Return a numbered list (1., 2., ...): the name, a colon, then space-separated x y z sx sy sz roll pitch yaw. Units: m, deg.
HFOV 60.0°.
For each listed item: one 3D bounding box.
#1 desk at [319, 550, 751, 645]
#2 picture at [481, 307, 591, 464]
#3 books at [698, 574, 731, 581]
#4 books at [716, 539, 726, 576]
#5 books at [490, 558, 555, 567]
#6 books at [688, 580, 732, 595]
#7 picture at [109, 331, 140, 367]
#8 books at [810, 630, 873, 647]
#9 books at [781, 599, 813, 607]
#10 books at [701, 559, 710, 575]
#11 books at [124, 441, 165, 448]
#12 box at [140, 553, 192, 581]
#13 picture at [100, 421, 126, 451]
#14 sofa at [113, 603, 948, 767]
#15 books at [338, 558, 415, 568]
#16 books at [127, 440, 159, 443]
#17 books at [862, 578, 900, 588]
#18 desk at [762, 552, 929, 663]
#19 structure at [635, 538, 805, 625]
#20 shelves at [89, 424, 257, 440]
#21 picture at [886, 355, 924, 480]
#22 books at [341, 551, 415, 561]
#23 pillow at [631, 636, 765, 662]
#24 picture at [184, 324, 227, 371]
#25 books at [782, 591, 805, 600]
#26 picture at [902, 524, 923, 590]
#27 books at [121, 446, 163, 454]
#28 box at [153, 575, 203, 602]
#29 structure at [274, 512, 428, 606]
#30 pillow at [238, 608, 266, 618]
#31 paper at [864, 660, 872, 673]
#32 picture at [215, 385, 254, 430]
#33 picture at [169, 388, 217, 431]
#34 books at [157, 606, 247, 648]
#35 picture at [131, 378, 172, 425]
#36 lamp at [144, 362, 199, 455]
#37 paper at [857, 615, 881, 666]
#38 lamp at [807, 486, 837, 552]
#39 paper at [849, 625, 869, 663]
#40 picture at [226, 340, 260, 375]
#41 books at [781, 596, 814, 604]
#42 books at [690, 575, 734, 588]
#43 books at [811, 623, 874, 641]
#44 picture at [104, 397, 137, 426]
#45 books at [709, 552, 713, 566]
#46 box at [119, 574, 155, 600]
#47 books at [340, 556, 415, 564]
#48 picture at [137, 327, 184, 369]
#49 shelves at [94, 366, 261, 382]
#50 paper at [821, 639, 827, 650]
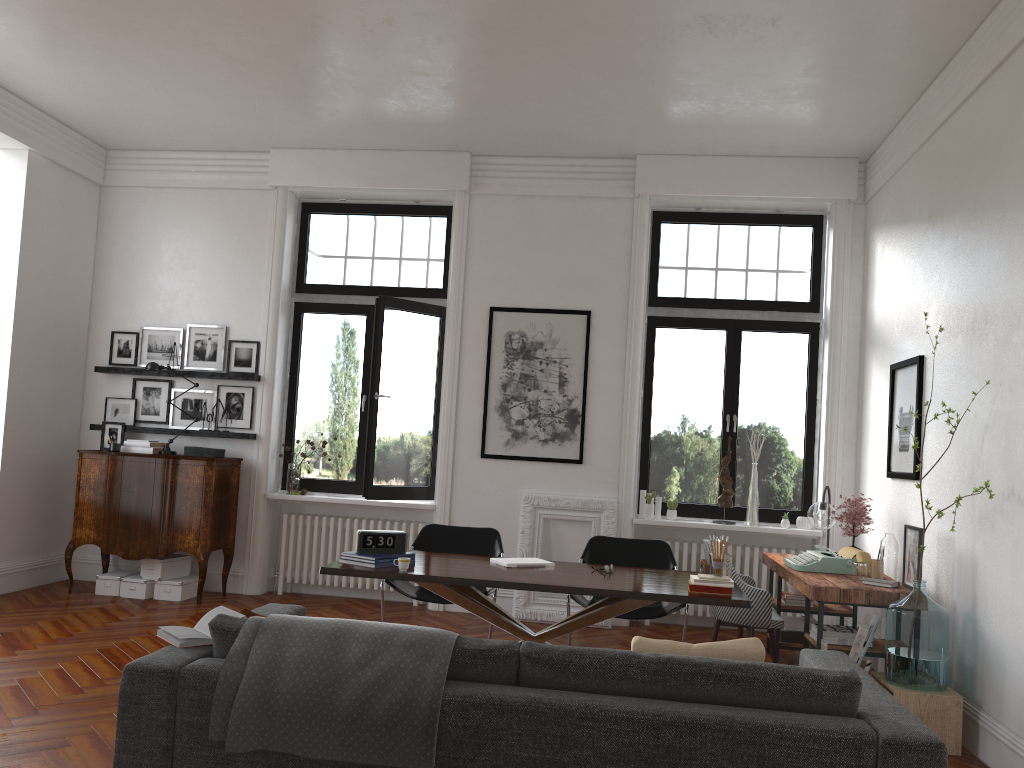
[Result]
1. desk: 0.127 1.435 5.021 2.226 0.750 1.031 3 -4 7
2. picture: 0.206 0.006 7.667 0.882 1.322 0.035 3 -3 7
3. books: 1.059 1.013 4.649 0.159 0.008 0.128 3 -4 9
4. books: 1.170 0.999 4.958 0.043 0.239 0.310 3 -4 7
5. books: 0.062 1.066 5.295 0.326 0.026 0.231 6 -5 -28
6. books: 1.034 1.063 4.633 0.215 0.040 0.159 3 -4 9
7. picture: -3.564 -0.323 8.145 0.267 0.315 0.020 3 -3 7
8. books: 1.952 1.510 5.269 0.308 0.038 0.226 3 -4 6
9. books: 2.118 1.626 6.612 0.209 0.024 0.248 3 -4 7
10. books: 1.076 1.049 4.944 0.028 0.124 0.221 3 -4 7
11. books: -3.206 0.527 7.739 0.239 0.044 0.255 3 -4 7
12. box: -2.968 1.568 7.611 0.209 0.176 0.395 2 -4 17
13. picture: -3.576 0.468 7.942 0.213 0.257 0.020 3 -3 7
14. sofa: 0.059 1.321 3.401 2.644 0.828 1.264 3 -4 7
15. books: -0.753 0.990 4.961 0.264 0.027 0.348 1 -5 32
16. books: -3.211 0.496 7.719 0.200 0.014 0.179 3 -4 7
17. books: 2.206 1.196 5.346 0.213 0.031 0.129 -1 -6 45
18. desk: 2.139 1.631 5.952 0.647 0.757 1.801 3 -4 7
19. structure: 1.801 1.763 7.605 1.453 0.777 0.225 3 -3 7
20. shelves: -3.047 0.430 7.968 1.514 0.055 0.156 3 -4 7
21. picture: 2.691 0.242 6.064 0.050 0.815 0.635 3 -3 7
22. books: -0.745 0.951 4.949 0.250 0.017 0.345 1 -5 32
23. pillow: 0.658 1.115 3.174 0.486 0.460 0.225 3 -3 7
24. picture: -2.784 -0.331 8.048 0.369 0.408 0.020 3 -3 7
25. books: 2.121 1.582 6.615 0.190 0.022 0.240 3 -4 7
26. picture: 2.368 1.027 5.241 0.023 0.369 0.283 3 -3 7
27. books: -3.211 0.577 7.731 0.294 0.057 0.230 3 -4 7
28. box: -2.848 1.749 7.586 0.245 0.176 0.395 3 -4 7
29. structure: -1.441 1.600 8.020 1.453 0.777 0.225 3 -3 7
30. pillow: -0.867 1.074 3.463 0.470 0.396 0.331 0 -5 44
31. paper: 1.929 1.723 4.929 0.126 0.388 0.026 2 -3 30
32. picture: -2.500 0.209 7.983 0.343 0.384 0.020 3 -3 7
33. picture: -2.885 0.233 8.028 0.433 0.364 0.020 3 -3 7
34. books: -1.160 0.914 3.355 0.279 0.096 0.225 7 -5 -41
35. picture: -3.292 0.156 8.083 0.373 0.406 0.020 3 -3 7
36. lamp: -3.003 0.222 7.795 0.491 0.801 0.174 5 -3 -28
37. paper: 1.926 1.612 5.004 0.294 0.625 0.048 3 -3 0
38. lamp: 2.328 1.033 6.597 0.207 0.549 0.442 2 -4 31
39. paper: 1.822 1.592 4.831 0.047 0.609 0.330 4 -3 -12
40. picture: -2.426 -0.239 7.998 0.289 0.303 0.020 3 -3 7
41. books: 2.119 1.603 6.611 0.209 0.023 0.252 3 -4 7
42. books: 1.045 1.031 4.638 0.207 0.028 0.164 3 -4 5
43. books: 1.964 1.476 5.278 0.308 0.038 0.226 3 -4 7
44. picture: -3.573 0.254 8.088 0.299 0.253 0.020 3 -3 7
45. books: 1.128 1.032 4.981 0.041 0.157 0.128 3 -3 7
46. box: -3.126 1.733 7.591 0.244 0.176 0.395 3 -4 12
47. books: -0.746 0.968 4.948 0.250 0.017 0.345 1 -5 32
48. picture: -3.211 -0.332 8.101 0.415 0.367 0.020 3 -3 7
49. shelves: -3.016 -0.092 7.994 1.514 0.055 0.158 3 -4 7
50. paper: 1.751 1.672 4.946 0.073 0.478 0.033 1 -4 44
